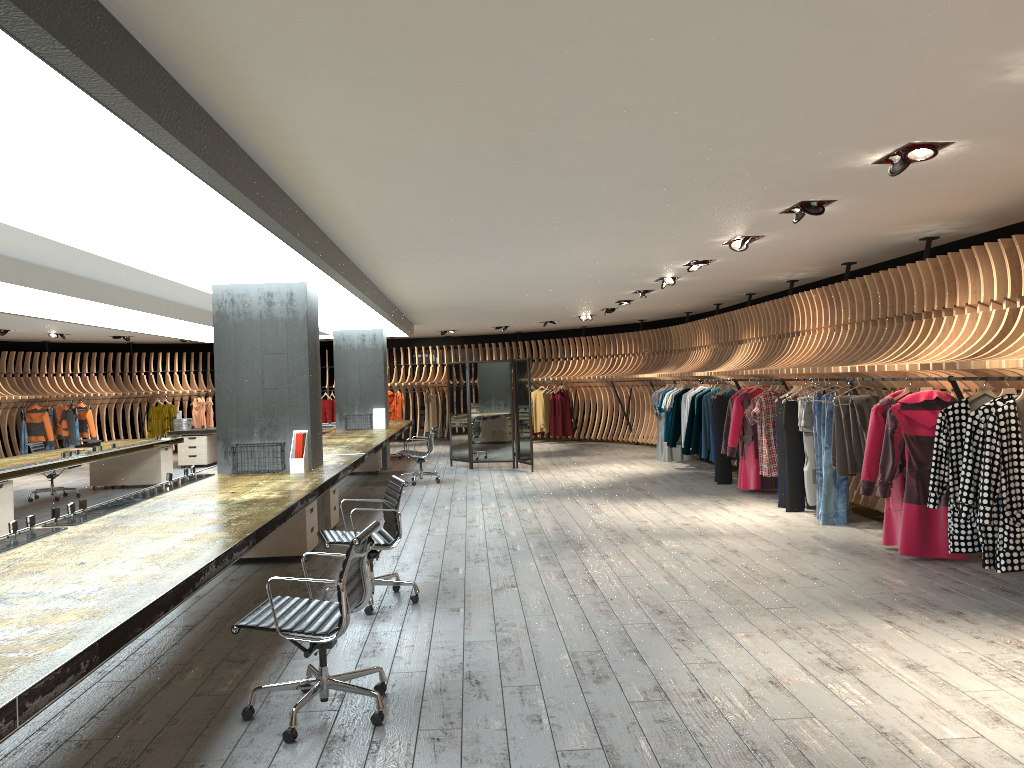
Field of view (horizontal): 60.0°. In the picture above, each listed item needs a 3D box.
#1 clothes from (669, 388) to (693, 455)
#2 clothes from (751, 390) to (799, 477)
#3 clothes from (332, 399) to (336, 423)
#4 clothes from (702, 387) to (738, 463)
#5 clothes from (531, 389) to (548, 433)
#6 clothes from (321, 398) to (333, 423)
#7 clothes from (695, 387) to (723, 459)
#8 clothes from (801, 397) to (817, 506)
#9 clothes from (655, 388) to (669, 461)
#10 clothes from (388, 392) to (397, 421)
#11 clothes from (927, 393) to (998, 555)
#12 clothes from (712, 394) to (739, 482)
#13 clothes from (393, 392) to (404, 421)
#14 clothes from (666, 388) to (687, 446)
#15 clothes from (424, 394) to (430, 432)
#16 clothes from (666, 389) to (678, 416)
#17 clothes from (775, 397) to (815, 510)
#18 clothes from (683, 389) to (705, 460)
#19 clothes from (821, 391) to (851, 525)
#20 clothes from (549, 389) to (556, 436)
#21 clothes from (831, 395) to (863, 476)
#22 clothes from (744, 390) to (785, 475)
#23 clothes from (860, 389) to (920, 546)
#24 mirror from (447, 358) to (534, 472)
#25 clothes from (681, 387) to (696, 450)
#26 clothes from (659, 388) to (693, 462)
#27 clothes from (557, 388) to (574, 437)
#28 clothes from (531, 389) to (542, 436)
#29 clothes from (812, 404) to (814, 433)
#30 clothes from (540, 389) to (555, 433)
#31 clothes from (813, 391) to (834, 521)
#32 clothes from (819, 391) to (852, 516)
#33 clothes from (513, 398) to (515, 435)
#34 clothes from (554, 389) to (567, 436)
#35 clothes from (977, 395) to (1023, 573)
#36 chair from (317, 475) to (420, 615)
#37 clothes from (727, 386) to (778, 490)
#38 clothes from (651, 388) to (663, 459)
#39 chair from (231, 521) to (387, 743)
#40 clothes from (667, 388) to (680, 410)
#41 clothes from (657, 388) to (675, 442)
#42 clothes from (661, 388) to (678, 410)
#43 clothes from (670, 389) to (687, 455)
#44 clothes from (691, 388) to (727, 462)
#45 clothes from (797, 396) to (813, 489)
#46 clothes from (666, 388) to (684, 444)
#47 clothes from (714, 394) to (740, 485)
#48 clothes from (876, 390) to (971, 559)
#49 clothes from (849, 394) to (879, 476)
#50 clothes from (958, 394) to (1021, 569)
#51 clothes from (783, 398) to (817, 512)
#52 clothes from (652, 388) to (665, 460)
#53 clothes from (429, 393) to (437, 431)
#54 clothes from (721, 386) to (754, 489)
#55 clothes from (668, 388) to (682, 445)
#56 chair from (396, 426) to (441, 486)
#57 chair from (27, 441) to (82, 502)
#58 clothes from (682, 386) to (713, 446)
[{"bbox_3d":[2.976,0.601,14.302,0.913,1.081,0.238,-2,-1,2],"label":"clothes"},{"bbox_3d":[3.142,0.576,10.331,0.760,1.030,0.179,-2,-1,-17],"label":"clothes"},{"bbox_3d":[-4.657,1.035,23.058,0.093,1.338,0.551,-2,-1,-33],"label":"clothes"},{"bbox_3d":[3.067,0.574,12.694,0.715,1.088,0.257,-2,-1,3],"label":"clothes"},{"bbox_3d":[0.751,0.644,21.346,0.777,1.053,0.151,-2,-1,-2],"label":"clothes"},{"bbox_3d":[-4.821,1.041,23.035,0.551,1.338,0.093,-3,-1,42],"label":"clothes"},{"bbox_3d":[3.045,0.573,13.132,0.715,1.088,0.256,-2,-1,-7],"label":"clothes"},{"bbox_3d":[3.180,0.702,9.313,0.278,1.141,0.172,-2,-1,4],"label":"clothes"},{"bbox_3d":[2.899,0.790,15.849,0.677,1.435,0.204,-2,-1,12],"label":"clothes"},{"bbox_3d":[-3.203,0.637,23.093,0.200,0.881,0.839,-2,0,27],"label":"clothes"},{"bbox_3d":[3.354,0.644,6.274,0.772,1.161,0.191,-2,-1,18],"label":"clothes"},{"bbox_3d":[3.080,0.808,12.408,0.539,1.353,0.087,-2,-1,22],"label":"clothes"},{"bbox_3d":[-2.960,0.629,23.054,0.201,0.881,0.839,-2,0,-23],"label":"clothes"},{"bbox_3d":[2.966,0.601,14.512,0.913,1.081,0.238,-2,-1,-3],"label":"clothes"},{"bbox_3d":[-2.160,0.728,22.930,0.096,0.989,0.465,-2,-1,9],"label":"clothes"},{"bbox_3d":[2.967,0.540,15.076,0.743,0.961,0.167,-2,-1,-9],"label":"clothes"},{"bbox_3d":[3.189,0.816,9.826,0.539,1.353,0.087,-2,-1,37],"label":"clothes"},{"bbox_3d":[3.022,0.601,13.362,0.913,1.081,0.238,-2,-1,2],"label":"clothes"},{"bbox_3d":[3.213,0.841,8.769,0.373,1.536,0.312,-2,-1,8],"label":"clothes"},{"bbox_3d":[1.071,0.676,21.056,0.444,1.129,0.126,-2,-1,-31],"label":"clothes"},{"bbox_3d":[3.219,0.493,8.486,0.278,0.767,0.263,-2,-1,5],"label":"clothes"},{"bbox_3d":[3.147,0.577,10.554,0.760,1.020,0.187,-2,-1,-2],"label":"clothes"},{"bbox_3d":[3.315,0.700,7.327,0.839,1.312,0.321,-2,-1,16],"label":"clothes"},{"bbox_3d":[-0.382,0.530,15.475,2.111,1.892,0.443,-2,-1,38],"label":"mirror"},{"bbox_3d":[3.022,0.580,13.887,0.733,1.106,0.165,-2,-1,2],"label":"clothes"},{"bbox_3d":[2.905,0.790,15.713,0.677,1.434,0.203,-2,-1,-18],"label":"clothes"},{"bbox_3d":[1.244,0.670,20.860,0.444,1.129,0.126,-2,-1,-31],"label":"clothes"},{"bbox_3d":[0.520,0.693,21.551,0.444,1.129,0.126,-1,-1,-41],"label":"clothes"},{"bbox_3d":[3.242,0.703,9.209,0.170,1.143,0.273,-3,-1,44],"label":"clothes"},{"bbox_3d":[0.914,0.639,21.198,0.151,1.053,0.777,-3,-1,38],"label":"clothes"},{"bbox_3d":[3.217,0.832,9.062,0.277,1.543,0.316,-2,-1,-4],"label":"clothes"},{"bbox_3d":[3.258,0.718,8.919,0.277,1.292,0.316,-1,-1,-39],"label":"clothes"},{"bbox_3d":[0.068,0.707,21.929,0.444,1.129,0.126,-2,-1,-6],"label":"clothes"},{"bbox_3d":[1.191,0.672,20.937,0.444,1.129,0.126,-2,-1,-6],"label":"clothes"},{"bbox_3d":[3.380,0.645,5.759,0.773,1.161,0.191,-2,-1,-12],"label":"clothes"},{"bbox_3d":[-1.049,1.112,6.243,0.668,0.860,0.693,-2,0,-27],"label":"chair"},{"bbox_3d":[3.128,0.686,11.172,0.839,1.312,0.321,-2,-1,6],"label":"clothes"},{"bbox_3d":[2.886,0.789,16.130,0.677,1.435,0.204,-2,-1,12],"label":"clothes"},{"bbox_3d":[-0.941,1.117,4.169,0.667,0.860,0.693,-2,0,-7],"label":"chair"},{"bbox_3d":[2.972,0.523,14.935,0.742,0.939,0.162,-2,-1,-9],"label":"clothes"},{"bbox_3d":[2.869,0.543,15.266,0.738,0.971,0.167,-2,-1,6],"label":"clothes"},{"bbox_3d":[2.932,0.527,15.126,0.743,0.931,0.158,-2,-1,1],"label":"clothes"},{"bbox_3d":[2.979,0.601,14.389,0.913,1.081,0.238,-2,-1,-3],"label":"clothes"},{"bbox_3d":[3.046,0.601,13.007,0.913,1.081,0.238,-2,-1,-3],"label":"clothes"},{"bbox_3d":[3.188,0.704,9.420,0.273,1.143,0.170,-2,-1,29],"label":"clothes"},{"bbox_3d":[2.926,0.527,14.668,0.734,0.938,0.164,-2,-1,1],"label":"clothes"},{"bbox_3d":[3.071,0.809,12.216,0.539,1.353,0.087,-2,-1,2],"label":"clothes"},{"bbox_3d":[3.330,0.701,7.039,0.839,1.312,0.321,-2,-1,26],"label":"clothes"},{"bbox_3d":[3.349,0.483,8.318,0.336,0.776,0.254,-2,-1,13],"label":"clothes"},{"bbox_3d":[3.382,0.644,5.983,0.773,1.161,0.191,-2,-1,-2],"label":"clothes"},{"bbox_3d":[3.216,0.815,9.624,0.539,1.353,0.087,-2,-1,-3],"label":"clothes"},{"bbox_3d":[2.894,0.789,15.990,0.677,1.435,0.203,-2,-1,-13],"label":"clothes"},{"bbox_3d":[-2.041,0.724,22.908,0.096,0.989,0.465,-2,-1,14],"label":"clothes"},{"bbox_3d":[3.115,0.685,11.461,0.840,1.312,0.321,-2,-1,-4],"label":"clothes"},{"bbox_3d":[2.933,0.541,14.855,0.742,0.950,0.167,-2,-1,-19],"label":"clothes"},{"bbox_3d":[-1.454,1.094,13.655,0.667,0.860,0.693,-2,0,-7],"label":"chair"},{"bbox_3d":[-6.801,1.281,13.202,0.667,0.860,0.693,-2,0,-17],"label":"chair"},{"bbox_3d":[2.974,0.583,13.694,0.733,1.106,0.165,-2,-1,-3],"label":"clothes"}]
